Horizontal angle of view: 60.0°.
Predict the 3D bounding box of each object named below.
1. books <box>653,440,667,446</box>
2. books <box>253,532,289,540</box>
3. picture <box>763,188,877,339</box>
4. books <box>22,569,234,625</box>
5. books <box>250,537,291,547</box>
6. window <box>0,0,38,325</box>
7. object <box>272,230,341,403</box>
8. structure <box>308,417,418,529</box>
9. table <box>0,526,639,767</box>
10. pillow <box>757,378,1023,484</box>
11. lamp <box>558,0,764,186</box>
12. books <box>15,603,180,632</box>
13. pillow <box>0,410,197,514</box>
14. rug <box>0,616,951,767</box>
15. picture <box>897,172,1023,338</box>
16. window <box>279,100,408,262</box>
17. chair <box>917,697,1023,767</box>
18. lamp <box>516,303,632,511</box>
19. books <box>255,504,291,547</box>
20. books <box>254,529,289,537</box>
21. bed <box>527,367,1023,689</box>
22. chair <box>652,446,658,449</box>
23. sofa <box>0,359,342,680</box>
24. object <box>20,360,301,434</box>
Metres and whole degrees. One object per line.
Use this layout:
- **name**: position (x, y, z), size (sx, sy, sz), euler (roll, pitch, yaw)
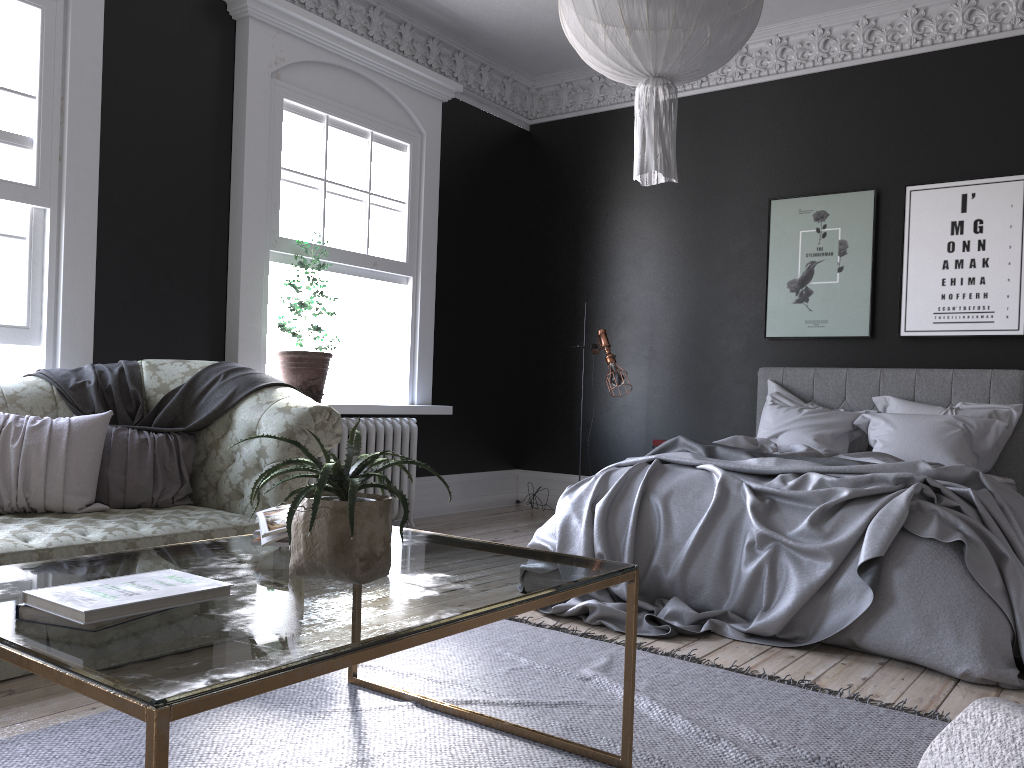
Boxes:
- **books**: position (1.270, 0.452, 6.657), size (0.275, 0.045, 0.346), euler (2, -1, -24)
- **books**: position (-0.548, 0.423, 2.564), size (0.252, 0.011, 0.318), euler (2, -1, 18)
- **picture**: position (2.277, -0.877, 6.591), size (0.791, 1.078, 0.014), euler (2, 0, 36)
- **books**: position (-0.736, 0.405, 1.714), size (0.220, 0.024, 0.307), euler (2, -1, 36)
- **books**: position (-0.566, 0.432, 2.523), size (0.252, 0.011, 0.318), euler (2, -1, 3)
- **window**: position (-2.837, -1.128, 4.086), size (0.056, 1.672, 1.263), euler (2, 0, 36)
- **object**: position (-1.360, -0.438, 5.899), size (0.474, 1.134, 0.505), euler (2, 0, -14)
- **structure**: position (-1.089, 0.655, 6.223), size (0.276, 0.848, 1.141), euler (2, 0, 36)
- **table**: position (-0.528, 0.739, 2.163), size (1.092, 0.558, 1.449), euler (2, -1, 36)
- **pillow**: position (2.344, 0.339, 5.972), size (1.829, 0.760, 0.680), euler (2, 0, 36)
- **lamp**: position (0.578, -1.793, 3.397), size (0.784, 2.049, 0.782), euler (2, 0, -10)
- **books**: position (-0.787, 0.431, 1.756), size (0.193, 0.030, 0.289), euler (2, -1, 20)
- **pillow**: position (-1.871, 0.334, 3.936), size (0.405, 0.461, 0.964), euler (2, 0, 44)
- **rug**: position (-0.388, 1.010, 2.114), size (2.105, 0.050, 3.646), euler (2, -1, 37)
- **picture**: position (3.060, -0.855, 6.020), size (0.791, 1.078, 0.014), euler (2, 0, 36)
- **window**: position (-1.193, -1.369, 6.326), size (0.056, 1.017, 1.263), euler (2, 0, 36)
- **chair**: position (0.083, 0.594, 0.261), size (0.819, 0.863, 0.770), euler (2, 0, -13)
- **lamp**: position (0.503, 0.232, 7.412), size (0.437, 1.779, 1.717), euler (2, 0, -16)
- **books**: position (-0.572, 0.376, 2.496), size (0.273, 0.109, 0.322), euler (2, -1, -19)
- **books**: position (-0.555, 0.412, 2.550), size (0.252, 0.011, 0.318), euler (2, -1, 8)
- **bed**: position (1.635, 0.488, 5.109), size (2.764, 1.298, 3.284), euler (2, -1, 25)
- **chair**: position (1.248, 0.810, 6.667), size (0.613, 0.673, 0.613), euler (2, 0, -10)
- **sofa**: position (-2.219, 0.426, 3.546), size (1.605, 1.161, 2.814), euler (2, -1, 37)
- **object**: position (-1.724, 0.166, 4.382), size (1.367, 0.585, 0.517), euler (2, 0, -5)
